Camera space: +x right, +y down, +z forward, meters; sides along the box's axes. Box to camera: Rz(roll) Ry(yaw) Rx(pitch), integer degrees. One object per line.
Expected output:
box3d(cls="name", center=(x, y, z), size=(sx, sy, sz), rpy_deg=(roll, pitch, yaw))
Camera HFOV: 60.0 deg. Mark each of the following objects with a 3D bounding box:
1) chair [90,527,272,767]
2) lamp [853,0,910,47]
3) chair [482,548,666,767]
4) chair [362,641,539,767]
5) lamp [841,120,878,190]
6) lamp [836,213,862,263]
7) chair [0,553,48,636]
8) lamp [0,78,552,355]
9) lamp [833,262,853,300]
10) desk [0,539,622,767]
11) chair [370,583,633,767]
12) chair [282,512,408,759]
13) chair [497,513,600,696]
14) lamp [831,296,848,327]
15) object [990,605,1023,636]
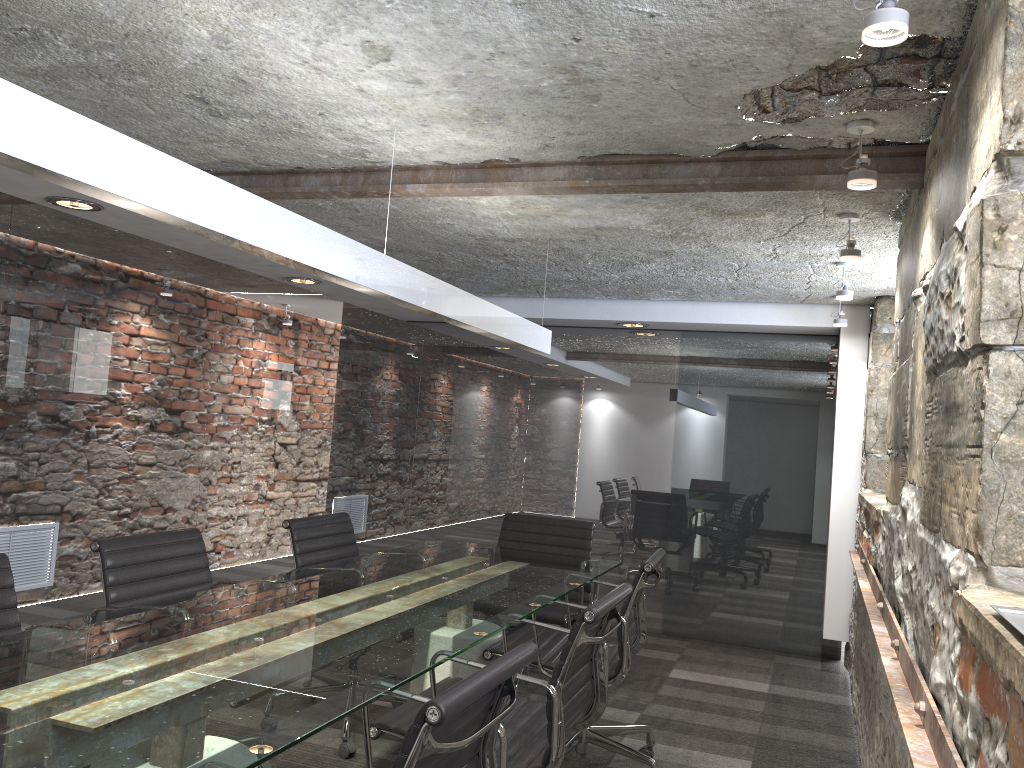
box3d(cls="chair", center=(-0.950, 0.917, 2.779), size=(0.667, 0.837, 0.693), rpy_deg=(4, -3, 9))
box3d(cls="lamp", center=(0.645, -0.683, 1.537), size=(0.098, 0.165, 0.077), rpy_deg=(7, -4, -38))
box3d(cls="chair", center=(0.240, 1.039, 3.364), size=(0.667, 0.837, 0.693), rpy_deg=(4, -3, 6))
box3d(cls="chair", center=(-0.328, 0.904, 1.646), size=(0.667, 0.837, 0.693), rpy_deg=(4, -3, 11))
box3d(cls="lamp", center=(0.942, -0.615, 2.393), size=(0.098, 0.165, 0.077), rpy_deg=(7, -4, -38))
box3d(cls="lamp", center=(1.260, -0.543, 3.306), size=(0.098, 0.165, 0.077), rpy_deg=(7, -4, -38))
box3d(cls="chair", center=(-1.224, 0.854, 1.980), size=(0.667, 0.837, 0.693), rpy_deg=(3, -3, 17))
box3d(cls="lamp", center=(-0.351, -0.519, 2.716), size=(0.073, 0.524, 3.159), rpy_deg=(3, -3, 19))
box3d(cls="lamp", center=(1.546, -0.478, 4.128), size=(0.098, 0.165, 0.077), rpy_deg=(7, -4, -38))
box3d(cls="desk", center=(-0.471, 1.010, 2.635), size=(0.909, 0.711, 3.154), rpy_deg=(3, -3, 19))
box3d(cls="chair", center=(-0.024, 0.971, 2.469), size=(0.667, 0.837, 0.693), rpy_deg=(4, -3, 10))
box3d(cls="chair", center=(-0.597, 0.990, 3.648), size=(0.667, 0.837, 0.693), rpy_deg=(4, -3, 10))
box3d(cls="chair", center=(0.073, 1.071, 4.213), size=(0.693, 0.837, 0.667), rpy_deg=(4, -3, 10))
box3d(cls="lamp", center=(1.847, -0.409, 4.995), size=(0.098, 0.165, 0.077), rpy_deg=(7, -4, -38))
box3d(cls="object", center=(0.686, 0.279, 0.874), size=(0.310, 0.007, 0.457), rpy_deg=(3, -3, 19))
